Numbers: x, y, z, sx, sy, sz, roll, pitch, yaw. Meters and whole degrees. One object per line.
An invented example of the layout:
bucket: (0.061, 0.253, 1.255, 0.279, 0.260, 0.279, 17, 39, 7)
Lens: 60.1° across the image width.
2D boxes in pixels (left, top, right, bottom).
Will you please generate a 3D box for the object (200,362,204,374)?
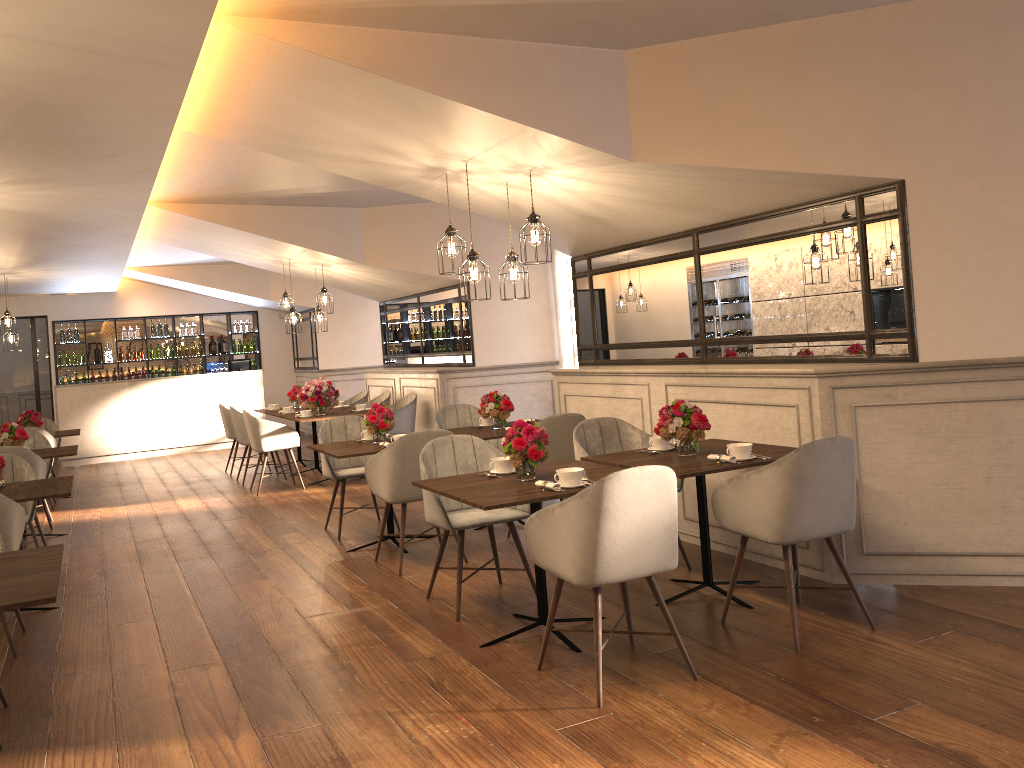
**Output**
object: (-5.454, -0.257, 15.570, 0.065, 0.261, 0.065, -4, 0, 43)

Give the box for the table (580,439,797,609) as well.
table: (0.990, 0.723, 4.567, 0.898, 0.721, 0.895, -5, 2, -25)

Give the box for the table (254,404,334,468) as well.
table: (-2.705, 0.661, 11.201, 0.898, 0.721, 0.895, -5, 2, -25)

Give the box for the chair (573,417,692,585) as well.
chair: (0.661, 0.642, 5.156, 0.566, 0.873, 0.525, -4, 0, -26)

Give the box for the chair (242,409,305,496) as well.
chair: (-2.489, 0.671, 9.183, 0.527, 0.873, 0.564, -4, 1, -25)

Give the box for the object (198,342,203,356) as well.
object: (-5.480, -0.619, 15.573, 0.065, 0.261, 0.065, -4, 0, 43)

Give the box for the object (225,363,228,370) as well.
object: (-5.074, -0.265, 15.751, 0.065, 0.208, 0.065, -4, 0, 20)

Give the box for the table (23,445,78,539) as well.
table: (-4.101, 0.955, 7.392, 0.898, 0.721, 0.895, -5, 2, -25)

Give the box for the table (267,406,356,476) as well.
table: (-2.300, 0.674, 10.354, 0.898, 0.721, 0.895, -5, 2, -25)

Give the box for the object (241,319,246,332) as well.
object: (-4.812, -1.042, 15.875, 0.070, 0.236, 0.041, -4, 0, -26)

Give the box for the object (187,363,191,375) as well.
object: (-5.653, -0.238, 15.474, 0.065, 0.261, 0.065, -4, 0, 43)

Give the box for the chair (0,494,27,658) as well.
chair: (-2.761, 0.928, 4.452, 0.566, 0.873, 0.525, -4, 0, -26)

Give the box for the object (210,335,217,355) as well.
object: (-5.279, -0.686, 15.647, 0.103, 0.360, 0.104, -4, 0, 26)

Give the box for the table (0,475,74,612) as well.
table: (-2.991, 0.990, 5.067, 0.898, 0.721, 0.895, -5, 2, -25)

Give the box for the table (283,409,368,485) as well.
table: (-1.896, 0.687, 9.507, 0.898, 0.721, 0.895, -5, 2, -25)

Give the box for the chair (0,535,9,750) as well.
chair: (-2.252, 0.942, 3.422, 0.566, 0.873, 0.525, -4, 0, -26)

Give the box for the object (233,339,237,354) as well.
object: (-4.958, -0.671, 15.824, 0.065, 0.263, 0.065, -4, 0, 43)

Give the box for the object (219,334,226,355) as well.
object: (-5.137, -0.701, 15.712, 0.104, 0.359, 0.104, -4, 0, 2)

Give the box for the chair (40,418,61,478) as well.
chair: (-5.497, 0.840, 10.215, 0.566, 0.873, 0.525, -4, 0, -26)

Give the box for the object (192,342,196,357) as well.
object: (-5.580, -0.609, 15.525, 0.065, 0.261, 0.065, -4, 0, 43)

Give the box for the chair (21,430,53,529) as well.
chair: (-4.430, 0.873, 7.981, 0.566, 0.873, 0.525, -4, 0, -26)

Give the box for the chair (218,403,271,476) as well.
chair: (-3.298, 0.645, 10.876, 0.527, 0.873, 0.564, -4, 1, -25)

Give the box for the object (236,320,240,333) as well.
object: (-4.903, -1.033, 15.832, 0.070, 0.236, 0.041, -4, 0, -26)

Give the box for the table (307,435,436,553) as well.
table: (-0.874, 0.775, 6.248, 0.898, 0.721, 0.895, -5, 2, -25)

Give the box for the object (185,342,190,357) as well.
object: (-5.679, -0.600, 15.477, 0.065, 0.261, 0.065, -4, 0, 43)

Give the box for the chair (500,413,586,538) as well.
chair: (0.260, 0.625, 6.068, 0.566, 0.873, 0.525, -4, 0, -26)

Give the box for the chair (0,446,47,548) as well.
chair: (-3.872, 0.893, 6.777, 0.566, 0.873, 0.525, -4, 0, -26)

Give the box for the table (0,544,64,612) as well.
table: (-1.923, 1.024, 2.833, 0.898, 0.721, 0.895, -5, 2, -25)

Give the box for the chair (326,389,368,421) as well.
chair: (-2.111, 0.529, 11.467, 0.527, 0.873, 0.564, -4, 1, -25)

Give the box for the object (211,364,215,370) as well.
object: (-5.284, -0.245, 15.650, 0.065, 0.208, 0.065, -4, 0, 20)

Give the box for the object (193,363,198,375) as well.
object: (-5.553, -0.248, 15.522, 0.065, 0.261, 0.065, -4, 0, 43)

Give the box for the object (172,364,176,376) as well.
object: (-5.872, -0.216, 15.369, 0.065, 0.261, 0.065, -4, 0, 43)

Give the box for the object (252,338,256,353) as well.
object: (-4.660, -0.699, 15.967, 0.065, 0.261, 0.065, -4, 0, 43)

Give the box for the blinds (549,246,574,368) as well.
blinds: (0.767, -0.478, 8.842, 0.134, 2.699, 1.378, -4, 0, -25)

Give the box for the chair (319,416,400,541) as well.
chair: (-1.203, 0.694, 6.837, 0.566, 0.873, 0.525, -4, 0, -26)

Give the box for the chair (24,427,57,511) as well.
chair: (-4.939, 0.859, 9.011, 0.566, 0.873, 0.525, -4, 0, -26)

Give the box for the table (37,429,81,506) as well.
table: (-5.168, 0.921, 9.626, 0.898, 0.721, 0.895, -5, 2, -25)

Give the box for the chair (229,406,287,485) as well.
chair: (-2.893, 0.658, 10.029, 0.527, 0.873, 0.564, -4, 1, -25)

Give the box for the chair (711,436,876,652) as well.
chair: (1.261, 0.657, 3.972, 0.566, 0.873, 0.525, -4, 0, -26)

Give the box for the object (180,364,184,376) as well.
object: (-5.752, -0.228, 15.427, 0.065, 0.261, 0.065, -4, 0, 43)

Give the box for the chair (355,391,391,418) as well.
chair: (-1.706, 0.541, 10.620, 0.527, 0.873, 0.564, -4, 1, -25)

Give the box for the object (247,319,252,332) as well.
object: (-4.722, -1.050, 15.919, 0.070, 0.236, 0.041, -4, 0, -26)

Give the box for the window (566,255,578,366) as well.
window: (1.642, -0.331, 7.939, 0.495, 2.389, 14.503, -4, 2, -29)

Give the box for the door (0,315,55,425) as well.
door: (-8.519, 0.131, 14.142, 2.110, 2.335, 0.273, -5, 0, -26)

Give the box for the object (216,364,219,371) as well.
object: (-5.214, -0.252, 15.684, 0.065, 0.208, 0.065, -4, 0, 20)

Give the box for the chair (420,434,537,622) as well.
chair: (-0.202, 0.726, 4.741, 0.566, 0.873, 0.525, -4, 0, -26)

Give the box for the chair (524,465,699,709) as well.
chair: (0.398, 0.741, 3.557, 0.566, 0.873, 0.525, -4, 0, -26)

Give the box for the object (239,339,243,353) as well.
object: (-4.858, -0.680, 15.872, 0.065, 0.261, 0.065, -4, 0, 43)

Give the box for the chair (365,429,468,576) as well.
chair: (-0.603, 0.710, 5.653, 0.566, 0.873, 0.525, -4, 0, -26)

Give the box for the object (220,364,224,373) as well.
object: (-5.144, -0.259, 15.718, 0.065, 0.208, 0.065, -4, 0, 20)

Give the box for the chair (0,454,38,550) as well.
chair: (-3.319, 0.909, 5.656, 0.566, 0.873, 0.525, -4, 0, -26)

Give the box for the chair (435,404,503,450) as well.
chair: (-0.340, 0.610, 7.251, 0.566, 0.873, 0.525, -4, 0, -26)

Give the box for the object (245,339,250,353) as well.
object: (-4.759, -0.689, 15.920, 0.065, 0.261, 0.065, -4, 0, 43)

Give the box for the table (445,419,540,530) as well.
table: (-0.011, 0.691, 6.662, 0.898, 0.721, 0.895, -5, 2, -25)

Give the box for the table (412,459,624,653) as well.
table: (0.127, 0.807, 4.152, 0.898, 0.721, 0.895, -5, 2, -25)

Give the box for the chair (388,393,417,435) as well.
chair: (-1.302, 0.554, 9.773, 0.527, 0.873, 0.564, -4, 1, -25)

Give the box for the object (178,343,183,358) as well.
object: (-5.779, -0.590, 15.430, 0.065, 0.261, 0.065, -4, 0, 43)
